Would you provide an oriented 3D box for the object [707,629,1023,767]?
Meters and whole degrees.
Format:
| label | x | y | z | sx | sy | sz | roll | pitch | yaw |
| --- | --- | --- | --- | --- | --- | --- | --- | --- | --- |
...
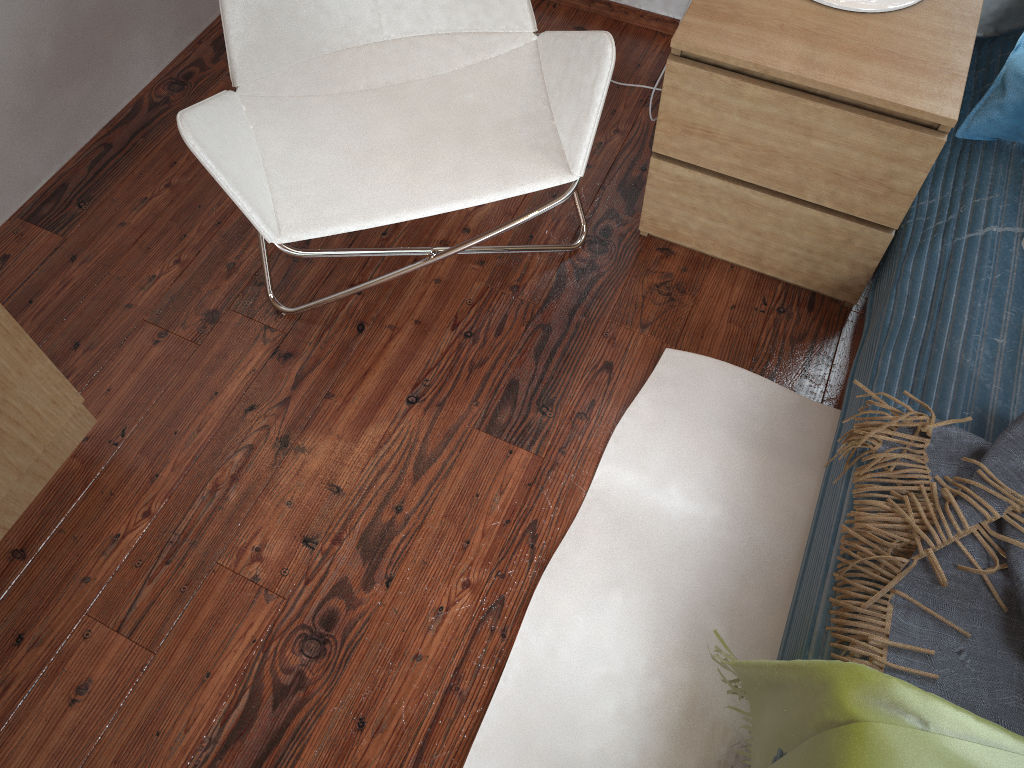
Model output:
| label | x | y | z | sx | sy | sz | roll | pitch | yaw |
| --- | --- | --- | --- | --- | --- | --- | --- | --- | --- |
| object | 1.170 | 0.813 | 0.795 | 2.130 | 0.411 | 0.528 | 19 | 59 | 13 |

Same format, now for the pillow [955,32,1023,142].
| label | x | y | z | sx | sy | sz | roll | pitch | yaw |
| --- | --- | --- | --- | --- | --- | --- | --- | --- | --- |
| pillow | 1.254 | -0.492 | 1.371 | 0.925 | 0.303 | 0.373 | 20 | 60 | 14 |

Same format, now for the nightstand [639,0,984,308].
| label | x | y | z | sx | sy | sz | roll | pitch | yaw |
| --- | --- | --- | --- | --- | --- | --- | --- | --- | --- |
| nightstand | 0.571 | -0.573 | 1.676 | 0.434 | 0.496 | 0.653 | 21 | 60 | 13 |

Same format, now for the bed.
| label | x | y | z | sx | sy | sz | roll | pitch | yaw |
| --- | --- | --- | --- | --- | --- | --- | --- | --- | --- |
| bed | 1.287 | 0.586 | 0.750 | 2.174 | 0.709 | 2.760 | 21 | 59 | 14 |

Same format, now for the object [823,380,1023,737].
| label | x | y | z | sx | sy | sz | roll | pitch | yaw |
| --- | --- | --- | --- | --- | --- | --- | --- | --- | --- |
| object | 1.307 | 0.584 | 0.779 | 2.186 | 0.374 | 0.666 | 31 | 62 | 20 |

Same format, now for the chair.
| label | x | y | z | sx | sy | sz | roll | pitch | yaw |
| --- | --- | --- | --- | --- | --- | --- | --- | --- | --- |
| chair | -0.229 | -0.649 | 1.566 | 0.701 | 0.732 | 0.866 | -13 | 58 | -7 |

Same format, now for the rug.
| label | x | y | z | sx | sy | sz | roll | pitch | yaw |
| --- | --- | --- | --- | --- | --- | --- | --- | --- | --- |
| rug | 1.098 | 1.152 | 0.754 | 2.755 | 0.045 | 1.931 | 21 | 59 | 14 |

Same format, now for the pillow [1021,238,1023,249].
| label | x | y | z | sx | sy | sz | roll | pitch | yaw |
| --- | --- | --- | --- | --- | --- | --- | --- | --- | --- |
| pillow | 1.165 | -0.205 | 1.215 | 0.882 | 0.330 | 0.509 | 17 | 59 | 12 |

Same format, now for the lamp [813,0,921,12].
| label | x | y | z | sx | sy | sz | roll | pitch | yaw |
| --- | --- | --- | --- | --- | --- | --- | --- | --- | --- |
| lamp | 0.570 | -0.854 | 1.241 | 0.411 | 0.540 | 0.436 | 19 | 60 | 12 |
